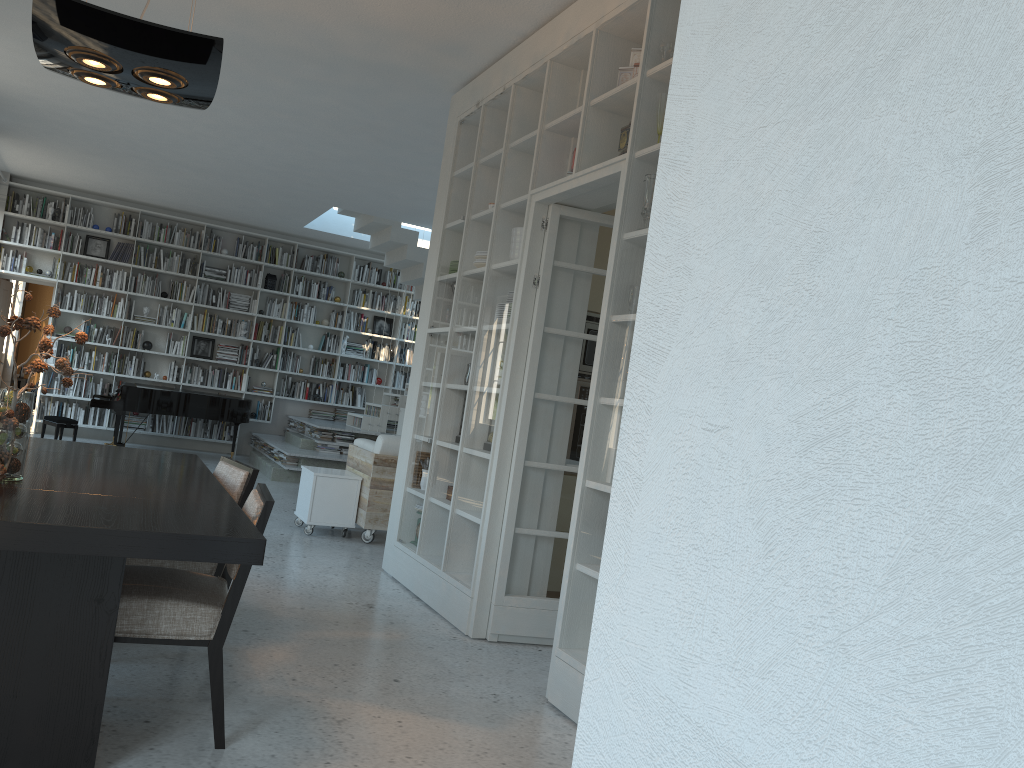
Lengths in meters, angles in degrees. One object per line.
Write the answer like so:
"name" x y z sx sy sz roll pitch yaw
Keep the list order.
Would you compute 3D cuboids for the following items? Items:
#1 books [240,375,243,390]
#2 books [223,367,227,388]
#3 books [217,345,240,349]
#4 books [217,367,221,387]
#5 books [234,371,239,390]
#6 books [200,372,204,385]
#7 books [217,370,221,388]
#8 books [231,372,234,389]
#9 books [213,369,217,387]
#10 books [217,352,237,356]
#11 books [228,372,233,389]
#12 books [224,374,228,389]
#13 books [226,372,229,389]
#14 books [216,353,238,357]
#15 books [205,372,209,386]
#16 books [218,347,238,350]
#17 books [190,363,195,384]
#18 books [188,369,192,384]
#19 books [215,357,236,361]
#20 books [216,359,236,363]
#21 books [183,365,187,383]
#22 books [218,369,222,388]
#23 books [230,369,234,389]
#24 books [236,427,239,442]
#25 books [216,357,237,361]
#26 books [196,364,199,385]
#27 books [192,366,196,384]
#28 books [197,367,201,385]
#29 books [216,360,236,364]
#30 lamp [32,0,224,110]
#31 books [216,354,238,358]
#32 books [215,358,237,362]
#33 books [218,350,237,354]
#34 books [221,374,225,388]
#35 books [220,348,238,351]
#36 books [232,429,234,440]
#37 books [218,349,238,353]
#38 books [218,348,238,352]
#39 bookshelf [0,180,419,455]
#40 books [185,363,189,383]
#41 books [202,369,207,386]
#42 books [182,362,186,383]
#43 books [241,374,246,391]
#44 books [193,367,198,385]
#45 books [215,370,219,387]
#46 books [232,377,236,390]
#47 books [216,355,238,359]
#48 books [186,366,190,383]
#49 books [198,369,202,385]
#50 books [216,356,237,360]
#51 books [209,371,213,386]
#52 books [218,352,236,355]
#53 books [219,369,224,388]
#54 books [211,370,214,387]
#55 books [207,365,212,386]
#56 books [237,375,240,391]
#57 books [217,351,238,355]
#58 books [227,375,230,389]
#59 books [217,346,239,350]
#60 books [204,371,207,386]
"books" -3.862 -0.015 12.607 0.011 0.216 0.166 9 -1 -24
"books" -4.063 -0.088 12.521 0.012 0.296 0.177 9 -1 -24
"books" -4.009 -0.525 12.527 0.285 0.012 0.159 9 -2 -29
"books" -4.146 -0.095 12.505 0.014 0.286 0.134 9 -1 -24
"books" -3.916 -0.052 12.592 0.026 0.272 0.175 9 -1 -24
"books" -4.338 -0.075 12.385 0.029 0.184 0.174 9 -1 -24
"books" -4.135 -0.076 12.504 0.011 0.251 0.158 9 -1 -24
"books" -3.971 -0.052 12.581 0.014 0.256 0.145 9 -1 -24
"books" -4.191 -0.086 12.489 0.025 0.254 0.136 9 -1 -24
"books" -4.025 -0.417 12.525 0.285 0.012 0.159 9 -2 -19
"books" -3.994 -0.045 12.550 0.023 0.234 0.174 9 -1 -24
"books" -4.052 -0.041 12.525 0.024 0.207 0.183 9 -1 -24
"books" -4.037 -0.052 12.543 0.014 0.235 0.154 9 -1 -24
"books" -4.030 -0.406 12.532 0.285 0.012 0.159 9 -2 -22
"books" -4.277 -0.071 12.418 0.023 0.196 0.165 9 -1 -24
"books" -4.014 -0.501 12.529 0.254 0.012 0.160 9 -2 -28
"books" -4.467 -0.148 12.362 0.027 0.290 0.140 9 -1 -24
"books" -4.488 -0.111 12.336 0.024 0.208 0.170 9 -1 -24
"books" -4.039 -0.347 12.533 0.285 0.012 0.159 9 -2 -25
"books" -4.042 -0.323 12.530 0.254 0.012 0.161 9 -2 -22
"books" -4.547 -0.138 12.315 0.029 0.244 0.154 9 -1 -24
"books" -4.120 -0.079 12.499 0.010 0.261 0.181 9 -1 -24
"books" -3.978 -0.072 12.569 0.014 0.293 0.137 9 -1 -24
"books" -3.911 0.680 12.554 0.038 0.269 0.277 9 -2 -24
"books" -4.034 -0.358 12.524 0.285 0.012 0.159 9 -2 -19
"books" -4.392 -0.133 12.367 0.013 0.282 0.166 9 -1 -24
"books" -4.444 -0.123 12.367 0.024 0.247 0.132 9 -1 -24
"books" -4.387 -0.113 12.391 0.021 0.244 0.141 9 -1 -24
"books" -4.042 -0.311 12.526 0.254 0.012 0.160 9 -2 -28
"lamp" -1.142 -1.568 2.842 0.530 1.221 0.796 9 -1 -24
"books" -4.032 -0.394 12.534 0.285 0.012 0.159 9 -2 -23
"books" -4.037 -0.335 12.524 0.285 0.012 0.159 9 -2 -29
"books" -4.022 -0.453 12.530 0.254 0.012 0.161 9 -2 -21
"books" -4.088 -0.044 12.523 0.021 0.202 0.128 9 -1 -24
"books" -4.017 -0.489 12.531 0.254 0.012 0.160 9 -2 -27
"books" -3.972 0.717 12.604 0.023 0.182 0.148 9 -1 -24
"books" -4.020 -0.465 12.531 0.254 0.012 0.160 9 -2 -27
"books" -4.017 -0.477 12.529 0.254 0.012 0.160 9 -2 -28
"bookshelf" -3.909 -0.565 12.509 6.301 3.141 0.330 9 -1 -24
"books" -4.523 -0.150 12.317 0.011 0.275 0.145 9 -1 -24
"books" -4.311 -0.098 12.404 0.029 0.238 0.165 9 -1 -24
"books" -4.563 -0.161 12.309 0.012 0.285 0.159 9 -1 -24
"books" -3.828 -0.025 12.616 0.033 0.246 0.176 9 -1 -24
"books" -4.414 -0.118 12.362 0.027 0.245 0.179 9 -1 -24
"books" -4.157 -0.077 12.474 0.026 0.245 0.191 9 -1 -24
"books" -3.950 -0.012 12.566 0.023 0.183 0.169 9 -1 -24
"books" -4.035 -0.382 12.536 0.285 0.012 0.159 9 -2 -24
"books" -4.505 -0.127 12.314 0.027 0.234 0.167 9 -1 -24
"books" -4.360 -0.095 12.379 0.023 0.217 0.174 9 -1 -24
"books" -4.032 -0.371 12.525 0.254 0.012 0.160 9 -2 -29
"books" -4.239 -0.077 12.459 0.025 0.220 0.140 9 -1 -24
"books" -4.023 -0.429 12.526 0.254 0.012 0.160 9 -2 -29
"books" -4.100 -0.077 12.500 0.028 0.264 0.161 9 -1 -24
"books" -4.211 -0.081 12.463 0.031 0.237 0.158 9 -1 -24
"books" -4.253 -0.115 12.441 0.026 0.291 0.152 9 -1 -24
"books" -3.885 -0.017 12.595 0.042 0.212 0.169 9 -1 -24
"books" -4.021 -0.441 12.526 0.285 0.012 0.159 9 -2 -19
"books" -4.017 -0.034 12.540 0.023 0.204 0.167 9 -1 -24
"books" -4.014 -0.514 12.534 0.285 0.012 0.159 9 -2 -22
"books" -4.296 -0.091 12.422 0.013 0.230 0.138 9 -1 -24
